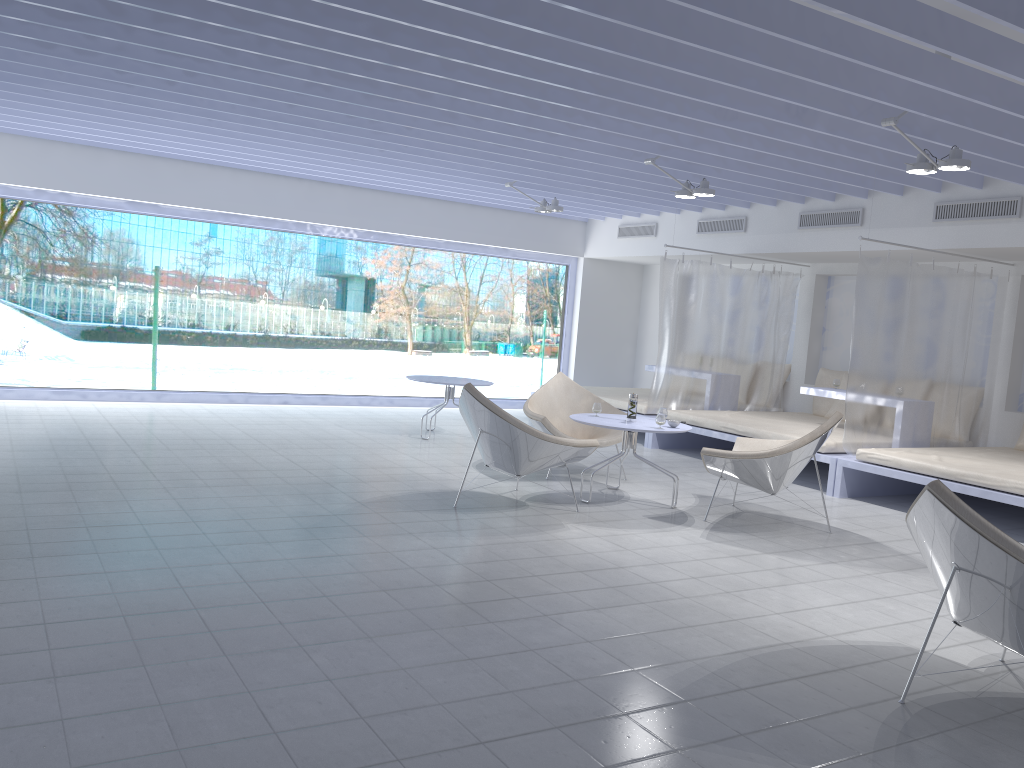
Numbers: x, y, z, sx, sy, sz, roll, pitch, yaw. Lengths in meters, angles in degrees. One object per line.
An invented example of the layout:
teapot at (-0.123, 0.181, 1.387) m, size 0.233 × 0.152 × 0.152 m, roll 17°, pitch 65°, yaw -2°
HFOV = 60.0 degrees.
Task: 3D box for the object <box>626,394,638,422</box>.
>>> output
object at (0.816, 0.158, 6.009) m, size 0.075 × 0.189 × 0.075 m, roll 1°, pitch 6°, yaw -39°

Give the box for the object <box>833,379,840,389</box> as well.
object at (2.990, 0.000, 8.170) m, size 0.068 × 0.091 × 0.068 m, roll 4°, pitch 4°, yaw -5°

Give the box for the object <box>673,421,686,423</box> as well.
object at (1.092, 0.249, 5.819) m, size 0.098 × 0.016 × 0.012 m, roll 7°, pitch 5°, yaw 25°

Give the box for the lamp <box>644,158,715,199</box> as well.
lamp at (1.275, -1.602, 6.903) m, size 0.587 × 0.218 × 0.380 m, roll 2°, pitch 5°, yaw -31°

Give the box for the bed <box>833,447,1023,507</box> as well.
bed at (3.906, 0.803, 6.366) m, size 2.022 × 0.422 × 2.200 m, roll 2°, pitch 5°, yaw -31°

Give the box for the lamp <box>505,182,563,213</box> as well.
lamp at (0.195, -1.830, 8.701) m, size 0.587 × 0.218 × 0.380 m, roll 2°, pitch 5°, yaw -31°

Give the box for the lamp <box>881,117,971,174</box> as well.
lamp at (2.344, -1.377, 5.122) m, size 0.587 × 0.218 × 0.380 m, roll 2°, pitch 5°, yaw -31°

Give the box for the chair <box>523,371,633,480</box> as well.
chair at (0.480, 0.307, 6.954) m, size 0.906 × 0.759 × 0.753 m, roll 3°, pitch 5°, yaw -21°

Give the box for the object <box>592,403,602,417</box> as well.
object at (0.589, 0.177, 6.154) m, size 0.068 × 0.091 × 0.068 m, roll 4°, pitch 4°, yaw -9°

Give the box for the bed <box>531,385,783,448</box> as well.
bed at (1.646, 0.327, 10.130) m, size 2.022 × 0.422 × 2.200 m, roll 2°, pitch 5°, yaw -31°

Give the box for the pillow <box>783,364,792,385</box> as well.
pillow at (2.854, 0.002, 9.989) m, size 0.231 × 0.510 × 0.572 m, roll 2°, pitch 5°, yaw -30°

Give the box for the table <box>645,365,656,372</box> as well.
table at (1.932, 0.071, 9.660) m, size 0.416 × 0.450 × 1.065 m, roll 2°, pitch 5°, yaw -31°

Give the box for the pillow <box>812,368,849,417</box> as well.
pillow at (3.342, 0.104, 9.176) m, size 0.231 × 0.510 × 0.572 m, roll 2°, pitch 5°, yaw -32°

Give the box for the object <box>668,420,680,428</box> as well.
object at (1.064, 0.265, 5.839) m, size 0.082 × 0.043 × 0.082 m, roll 7°, pitch 5°, yaw 27°

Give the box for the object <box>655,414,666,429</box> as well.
object at (0.959, 0.241, 5.723) m, size 0.068 × 0.091 × 0.068 m, roll 4°, pitch 4°, yaw -3°

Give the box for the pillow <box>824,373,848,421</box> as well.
pillow at (3.438, 0.152, 8.840) m, size 0.307 × 0.482 × 0.528 m, roll 2°, pitch 5°, yaw -26°

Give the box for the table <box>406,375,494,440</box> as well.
table at (-0.602, 0.226, 8.335) m, size 0.825 × 0.534 × 0.823 m, roll 6°, pitch 5°, yaw 16°

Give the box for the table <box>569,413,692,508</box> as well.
table at (0.777, 0.519, 6.003) m, size 0.825 × 0.534 × 0.823 m, roll 1°, pitch 6°, yaw -40°

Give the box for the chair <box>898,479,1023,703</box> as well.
chair at (1.690, 0.710, 3.027) m, size 0.753 × 0.759 × 0.906 m, roll 4°, pitch 5°, yaw -14°

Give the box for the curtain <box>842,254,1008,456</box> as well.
curtain at (3.394, -0.185, 7.221) m, size 1.998 × 1.559 × 0.125 m, roll 2°, pitch 5°, yaw -33°

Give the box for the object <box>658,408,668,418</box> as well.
object at (1.054, 0.213, 6.189) m, size 0.068 × 0.091 × 0.068 m, roll 1°, pitch 6°, yaw -39°

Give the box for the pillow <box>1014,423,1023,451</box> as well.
pillow at (4.450, 0.352, 7.310) m, size 0.230 × 0.521 × 0.524 m, roll 2°, pitch 5°, yaw -29°

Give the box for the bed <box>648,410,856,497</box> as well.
bed at (2.764, 0.562, 8.238) m, size 2.016 × 0.427 × 2.200 m, roll 2°, pitch 5°, yaw -31°

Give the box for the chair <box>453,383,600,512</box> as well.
chair at (-0.019, 0.375, 5.560) m, size 0.753 × 0.759 × 0.906 m, roll 1°, pitch 5°, yaw -36°

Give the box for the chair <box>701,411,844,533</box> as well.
chair at (1.688, 0.507, 5.650) m, size 0.753 × 0.759 × 0.906 m, roll 7°, pitch 5°, yaw 29°

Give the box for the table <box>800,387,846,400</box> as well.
table at (3.067, 0.310, 7.771) m, size 0.416 × 0.450 × 1.065 m, roll 2°, pitch 5°, yaw -31°

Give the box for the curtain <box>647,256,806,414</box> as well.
curtain at (2.226, -0.446, 9.089) m, size 2.050 × 1.552 × 0.151 m, roll 2°, pitch 5°, yaw -31°
